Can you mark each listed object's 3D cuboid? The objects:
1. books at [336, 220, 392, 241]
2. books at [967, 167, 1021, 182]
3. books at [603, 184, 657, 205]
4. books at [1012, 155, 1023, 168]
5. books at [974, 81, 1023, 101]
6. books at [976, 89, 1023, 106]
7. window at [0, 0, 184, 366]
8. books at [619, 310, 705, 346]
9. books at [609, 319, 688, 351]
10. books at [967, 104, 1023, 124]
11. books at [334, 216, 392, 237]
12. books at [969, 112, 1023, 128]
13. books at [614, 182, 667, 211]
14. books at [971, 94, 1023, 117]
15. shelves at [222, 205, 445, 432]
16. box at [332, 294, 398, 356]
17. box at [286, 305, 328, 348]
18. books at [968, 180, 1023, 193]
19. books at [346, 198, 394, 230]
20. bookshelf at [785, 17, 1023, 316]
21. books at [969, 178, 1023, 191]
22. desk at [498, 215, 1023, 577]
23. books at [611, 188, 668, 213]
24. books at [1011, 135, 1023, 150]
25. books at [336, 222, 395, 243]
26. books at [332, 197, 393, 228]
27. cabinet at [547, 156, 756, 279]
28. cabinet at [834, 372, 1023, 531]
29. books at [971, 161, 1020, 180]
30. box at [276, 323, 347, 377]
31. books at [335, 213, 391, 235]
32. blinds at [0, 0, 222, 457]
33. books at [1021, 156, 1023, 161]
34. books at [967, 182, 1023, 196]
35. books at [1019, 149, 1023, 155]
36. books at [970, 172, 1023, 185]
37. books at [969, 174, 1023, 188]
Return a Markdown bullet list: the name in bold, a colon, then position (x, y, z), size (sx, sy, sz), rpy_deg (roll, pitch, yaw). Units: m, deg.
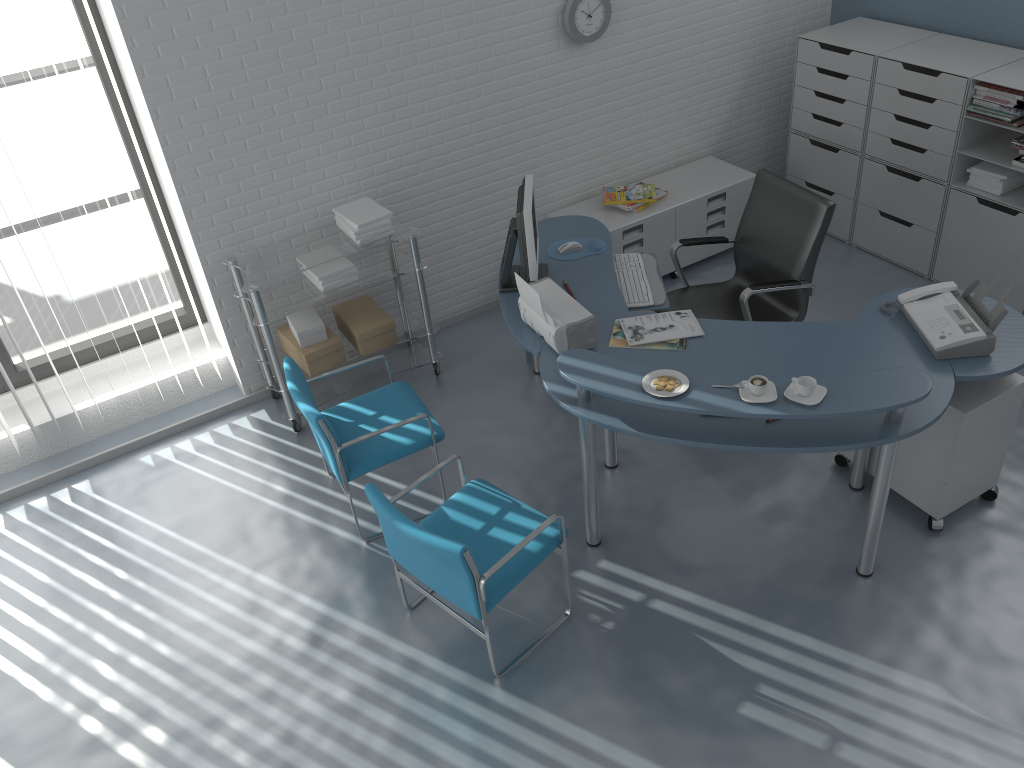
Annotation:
- **books**: position (-0.724, -0.779, 4.320), size (0.190, 0.015, 0.270), rpy_deg (-23, 39, -21)
- **books**: position (2.545, -1.126, 4.625), size (0.270, 0.015, 0.190), rpy_deg (-24, 39, -22)
- **books**: position (0.676, -1.095, 5.125), size (0.300, 0.020, 0.210), rpy_deg (-2, 36, 6)
- **books**: position (2.638, -1.076, 4.344), size (0.212, 0.034, 0.265), rpy_deg (-24, 39, -22)
- **books**: position (2.460, -1.461, 4.367), size (0.212, 0.024, 0.258), rpy_deg (-24, 39, -22)
- **books**: position (2.484, -1.433, 4.374), size (0.187, 0.034, 0.298), rpy_deg (-24, 39, -22)
- **window**: position (-3.320, -0.843, 3.602), size (3.635, 2.562, 0.008), rpy_deg (-24, 39, -22)
- **books**: position (0.596, -0.227, 3.551), size (0.300, 0.010, 0.200), rpy_deg (-8, 36, -2)
- **books**: position (0.547, -0.197, 3.521), size (0.300, 0.005, 0.200), rpy_deg (4, 37, 14)
- **books**: position (2.457, -1.374, 4.433), size (0.234, 0.034, 0.240), rpy_deg (-24, 39, -22)
- **books**: position (-0.727, -0.795, 4.316), size (0.190, 0.015, 0.270), rpy_deg (-24, 39, -22)
- **books**: position (2.476, -1.352, 4.444), size (0.209, 0.019, 0.265), rpy_deg (-24, 39, -22)
- **books**: position (0.714, -1.089, 5.144), size (0.300, 0.020, 0.210), rpy_deg (-27, 41, -26)
- **books**: position (2.469, -1.404, 4.405), size (0.212, 0.044, 0.265), rpy_deg (-24, 39, -22)
- **shelves**: position (-0.872, -0.327, 4.511), size (0.896, 0.848, 0.441), rpy_deg (-23, 39, -21)
- **box**: position (-0.758, -0.307, 4.573), size (0.207, 0.133, 0.347), rpy_deg (-23, 39, -22)
- **box**: position (-1.019, -0.288, 4.399), size (0.139, 0.090, 0.234), rpy_deg (-20, 38, -18)
- **books**: position (2.564, -1.076, 4.656), size (0.270, 0.015, 0.190), rpy_deg (-26, 40, -24)
- **books**: position (-0.718, -0.829, 4.310), size (0.190, 0.015, 0.270), rpy_deg (-24, 39, -22)
- **bookshelf**: position (2.550, -1.156, 4.824), size (0.521, 1.141, 2.294), rpy_deg (-24, 39, -22)
- **books**: position (2.570, -1.086, 4.642), size (0.270, 0.015, 0.190), rpy_deg (-23, 39, -21)
- **desk**: position (0.772, 0.024, 3.711), size (2.282, 0.900, 1.402), rpy_deg (18, 43, 30)
- **books**: position (0.736, -1.087, 5.171), size (0.210, 0.020, 0.300), rpy_deg (25, 47, 37)
- **books**: position (2.619, -1.155, 4.292), size (0.224, 0.041, 0.283), rpy_deg (-24, 39, -22)
- **books**: position (-0.717, -0.772, 4.335), size (0.190, 0.015, 0.270), rpy_deg (-26, 40, -24)
- **books**: position (-0.724, -0.832, 4.291), size (0.190, 0.015, 0.270), rpy_deg (-27, 40, -26)
- **cabinet**: position (0.859, -0.924, 5.358), size (1.259, 0.484, 0.447), rpy_deg (-24, 39, -22)
- **cabinet**: position (1.686, 0.168, 3.616), size (0.383, 0.605, 0.559), rpy_deg (-22, 39, -20)
- **books**: position (2.557, -1.137, 4.612), size (0.270, 0.015, 0.190), rpy_deg (-27, 40, -26)
- **box**: position (-1.009, -0.198, 4.464), size (0.207, 0.133, 0.347), rpy_deg (-27, 40, -25)
- **books**: position (-0.724, -0.804, 4.302), size (0.190, 0.015, 0.270), rpy_deg (-22, 38, -20)
- **blinds**: position (-3.400, -0.498, 3.088), size (4.001, 2.955, 0.158), rpy_deg (-24, 39, -22)
- **books**: position (2.646, -1.090, 4.312), size (0.212, 0.023, 0.224), rpy_deg (-24, 39, -22)
- **books**: position (2.565, -1.064, 4.665), size (0.270, 0.015, 0.190), rpy_deg (-24, 39, -22)
- **books**: position (2.643, -1.123, 4.308), size (0.197, 0.034, 0.251), rpy_deg (-24, 39, -22)
- **books**: position (2.567, -1.111, 4.627), size (0.270, 0.015, 0.190), rpy_deg (-22, 38, -20)
- **books**: position (2.563, -1.096, 4.632), size (0.270, 0.015, 0.190), rpy_deg (-24, 39, -22)
